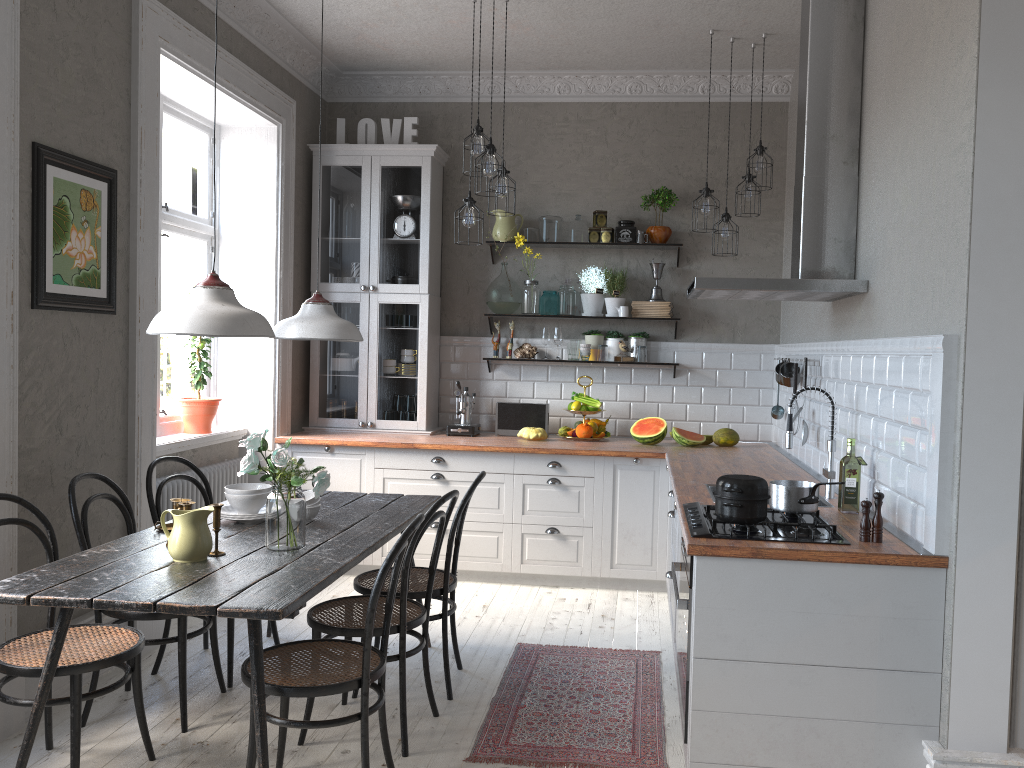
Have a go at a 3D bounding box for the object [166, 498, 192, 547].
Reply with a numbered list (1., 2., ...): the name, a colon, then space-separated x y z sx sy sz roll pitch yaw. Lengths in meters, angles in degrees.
1. object: -1.149 0.472 3.074 0.097 0.172 0.095 1 2 -12

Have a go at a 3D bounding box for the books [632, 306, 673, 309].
1. books: 0.946 -0.514 5.974 0.259 0.011 0.159 2 2 12

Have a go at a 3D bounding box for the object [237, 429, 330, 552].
1. object: -0.779 0.362 3.045 0.310 0.414 0.252 2 2 5

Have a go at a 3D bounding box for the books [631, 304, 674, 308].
1. books: 0.946 -0.525 5.973 0.257 0.016 0.160 2 2 19

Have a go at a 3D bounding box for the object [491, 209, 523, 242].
1. object: -0.038 -1.063 5.997 0.188 0.216 0.175 2 2 21

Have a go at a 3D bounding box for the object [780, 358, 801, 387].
1. object: 1.543 -0.062 4.900 0.107 0.161 0.139 3 2 24

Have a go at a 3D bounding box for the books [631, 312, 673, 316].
1. books: 0.945 -0.471 5.975 0.257 0.016 0.160 2 2 19

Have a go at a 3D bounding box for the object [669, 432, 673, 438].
1. object: 1.136 0.354 5.832 0.197 0.067 0.104 2 2 13

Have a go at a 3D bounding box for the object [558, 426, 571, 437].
1. object: 0.366 0.314 5.880 0.075 0.072 0.155 3 3 37

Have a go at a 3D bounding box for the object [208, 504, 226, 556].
1. object: -0.983 0.484 2.948 0.058 0.167 0.060 2 2 21

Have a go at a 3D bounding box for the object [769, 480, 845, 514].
1. object: 1.064 0.391 3.150 0.297 0.134 0.178 4 3 42

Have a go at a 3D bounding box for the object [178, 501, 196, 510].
1. object: -1.100 0.477 2.996 0.061 0.172 0.063 3 3 29

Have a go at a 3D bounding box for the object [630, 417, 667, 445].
1. object: 0.869 0.301 5.635 0.231 0.174 0.221 3 3 29

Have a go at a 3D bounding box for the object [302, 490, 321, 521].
1. object: -0.832 0.488 3.556 0.123 0.119 0.129 2 2 23

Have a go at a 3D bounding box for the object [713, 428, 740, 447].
1. object: 1.368 0.341 5.660 0.207 0.119 0.130 0 3 -30

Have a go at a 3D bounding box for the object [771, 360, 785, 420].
1. object: 1.630 0.028 5.415 0.076 0.379 0.083 2 2 7

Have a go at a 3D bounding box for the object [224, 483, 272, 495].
1. object: -1.053 0.456 3.535 0.180 0.094 0.179 1 2 -2

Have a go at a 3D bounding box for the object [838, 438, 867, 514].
1. object: 1.290 0.348 3.347 0.089 0.282 0.082 2 2 7

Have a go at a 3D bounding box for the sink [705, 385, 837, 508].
1. sink: 1.096 0.359 3.712 0.526 0.720 0.488 2 2 7

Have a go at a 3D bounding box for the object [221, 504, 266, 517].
1. object: -1.054 0.512 3.538 0.233 0.027 0.242 3 3 30

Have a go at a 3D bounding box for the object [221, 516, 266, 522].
1. object: -1.054 0.529 3.538 0.233 0.027 0.241 3 2 25

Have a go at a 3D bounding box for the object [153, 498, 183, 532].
1. object: -1.260 0.489 3.329 0.140 0.112 0.138 1 2 -10

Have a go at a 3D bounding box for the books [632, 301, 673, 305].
1. books: 0.947 -0.547 5.973 0.259 0.011 0.159 2 2 12

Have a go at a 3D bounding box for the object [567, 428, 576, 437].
1. object: 0.400 0.319 5.841 0.083 0.057 0.090 3 3 39

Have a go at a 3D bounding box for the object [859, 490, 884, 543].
1. object: 1.149 0.420 2.828 0.072 0.167 0.036 2 2 6

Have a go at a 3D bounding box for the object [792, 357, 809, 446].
1. object: 1.463 0.084 4.540 0.081 0.443 0.331 2 2 9

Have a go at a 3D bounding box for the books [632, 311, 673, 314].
1. books: 0.945 -0.482 5.975 0.258 0.016 0.159 2 2 16

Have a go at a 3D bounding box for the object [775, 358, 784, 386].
1. object: 1.589 -0.071 5.153 0.107 0.161 0.138 2 2 19

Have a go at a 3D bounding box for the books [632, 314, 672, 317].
1. books: 0.945 -0.460 5.976 0.259 0.011 0.159 2 2 12

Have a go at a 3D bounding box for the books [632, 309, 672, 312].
1. books: 0.946 -0.493 5.975 0.259 0.011 0.159 2 2 12

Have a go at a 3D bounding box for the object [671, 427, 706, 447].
1. object: 1.117 0.334 5.560 0.226 0.127 0.147 1 2 -11

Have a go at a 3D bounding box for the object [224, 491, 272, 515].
1. object: -1.053 0.476 3.536 0.180 0.094 0.179 1 2 -2

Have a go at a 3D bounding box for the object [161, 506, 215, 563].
1. object: -1.049 0.484 2.871 0.152 0.170 0.133 0 3 -32

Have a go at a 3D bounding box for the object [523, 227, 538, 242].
1. object: 0.127 -1.007 6.040 0.103 0.111 0.104 2 2 7

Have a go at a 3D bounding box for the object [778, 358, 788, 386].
1. object: 1.570 -0.066 5.025 0.108 0.161 0.137 2 2 9

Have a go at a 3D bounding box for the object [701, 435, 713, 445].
1. object: 1.239 0.358 5.724 0.204 0.073 0.118 0 3 -30

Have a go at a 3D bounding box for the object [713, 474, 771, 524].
1. object: 0.764 0.383 2.951 0.192 0.147 0.191 1 2 -13

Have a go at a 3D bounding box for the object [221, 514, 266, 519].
1. object: -1.054 0.520 3.538 0.241 0.027 0.233 1 2 -25

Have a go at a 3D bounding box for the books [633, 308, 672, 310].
1. books: 0.946 -0.504 5.974 0.259 0.011 0.159 2 2 9

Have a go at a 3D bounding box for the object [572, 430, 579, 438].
1. object: 0.417 0.328 5.855 0.070 0.076 0.227 1 2 -10

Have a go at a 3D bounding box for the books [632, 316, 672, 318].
1. books: 0.945 -0.449 5.976 0.259 0.011 0.159 2 2 9

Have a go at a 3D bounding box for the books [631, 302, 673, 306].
1. books: 0.947 -0.536 5.973 0.258 0.016 0.159 2 2 16

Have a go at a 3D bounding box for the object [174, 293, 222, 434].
1. object: -1.807 -0.124 5.110 0.255 0.813 0.265 3 3 34
